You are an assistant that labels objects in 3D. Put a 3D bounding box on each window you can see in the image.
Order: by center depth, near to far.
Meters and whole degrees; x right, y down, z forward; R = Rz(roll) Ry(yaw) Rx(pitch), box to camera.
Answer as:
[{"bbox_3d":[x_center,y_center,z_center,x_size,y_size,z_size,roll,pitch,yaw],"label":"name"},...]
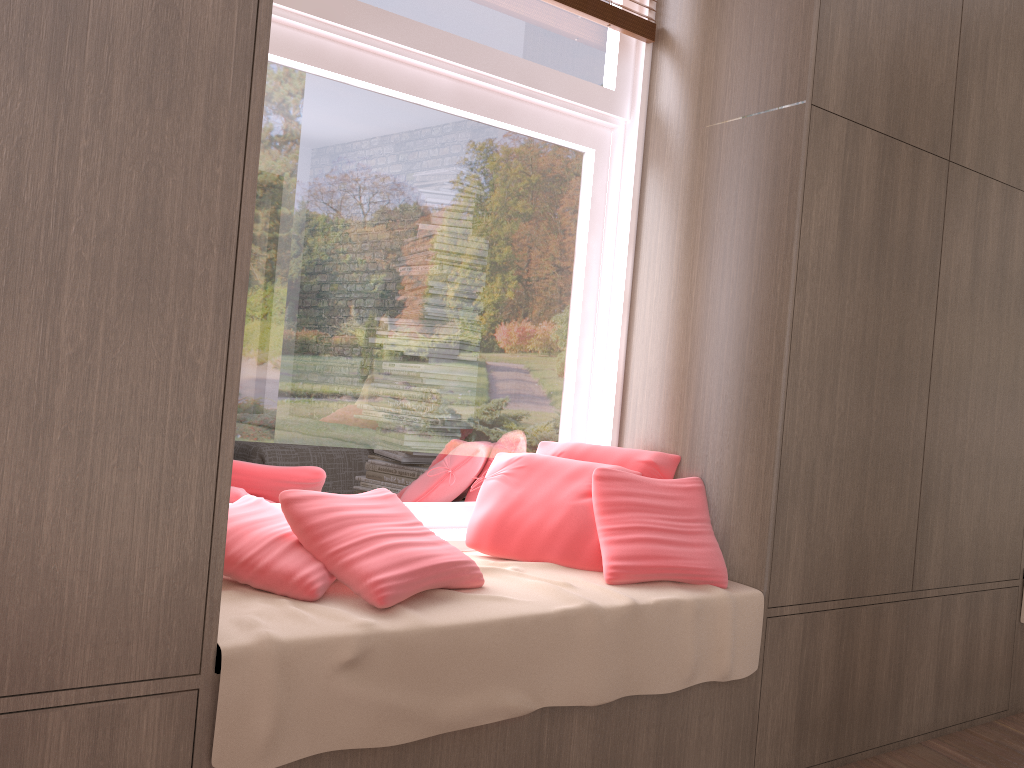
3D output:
[{"bbox_3d":[-0.216,-0.660,2.444,1.407,2.229,0.160,5,0,-35],"label":"window"}]

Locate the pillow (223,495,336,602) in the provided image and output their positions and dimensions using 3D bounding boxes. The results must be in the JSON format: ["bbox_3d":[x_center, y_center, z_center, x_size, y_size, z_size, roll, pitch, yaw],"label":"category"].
[{"bbox_3d":[-0.526,0.357,1.984,0.373,0.150,0.397,5,0,11],"label":"pillow"}]

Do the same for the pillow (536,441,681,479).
[{"bbox_3d":[0.232,0.344,2.563,0.484,0.334,0.193,5,0,18],"label":"pillow"}]

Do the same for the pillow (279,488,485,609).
[{"bbox_3d":[-0.291,0.351,1.990,0.354,0.200,0.403,5,0,32],"label":"pillow"}]

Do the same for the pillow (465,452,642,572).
[{"bbox_3d":[0.101,0.342,2.443,0.485,0.279,0.270,5,0,14],"label":"pillow"}]

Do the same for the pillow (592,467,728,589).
[{"bbox_3d":[0.382,0.377,2.336,0.357,0.278,0.264,5,0,-14],"label":"pillow"}]

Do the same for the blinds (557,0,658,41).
[{"bbox_3d":[-0.067,-1.681,2.366,1.373,1.138,0.042,5,0,-35],"label":"blinds"}]
